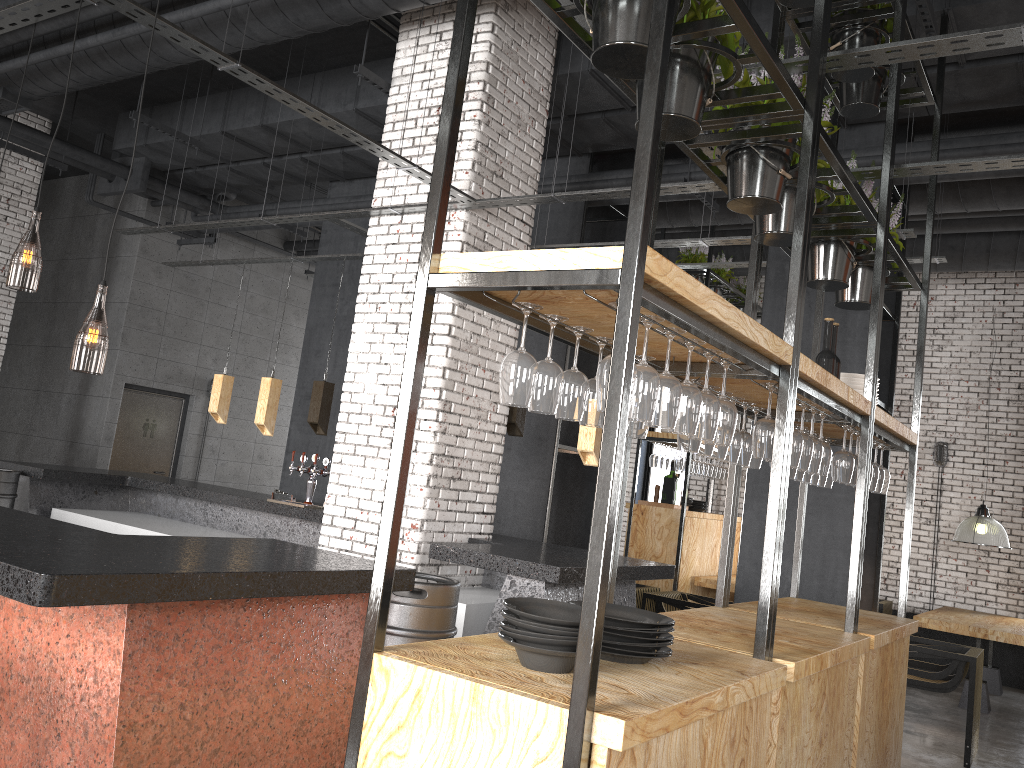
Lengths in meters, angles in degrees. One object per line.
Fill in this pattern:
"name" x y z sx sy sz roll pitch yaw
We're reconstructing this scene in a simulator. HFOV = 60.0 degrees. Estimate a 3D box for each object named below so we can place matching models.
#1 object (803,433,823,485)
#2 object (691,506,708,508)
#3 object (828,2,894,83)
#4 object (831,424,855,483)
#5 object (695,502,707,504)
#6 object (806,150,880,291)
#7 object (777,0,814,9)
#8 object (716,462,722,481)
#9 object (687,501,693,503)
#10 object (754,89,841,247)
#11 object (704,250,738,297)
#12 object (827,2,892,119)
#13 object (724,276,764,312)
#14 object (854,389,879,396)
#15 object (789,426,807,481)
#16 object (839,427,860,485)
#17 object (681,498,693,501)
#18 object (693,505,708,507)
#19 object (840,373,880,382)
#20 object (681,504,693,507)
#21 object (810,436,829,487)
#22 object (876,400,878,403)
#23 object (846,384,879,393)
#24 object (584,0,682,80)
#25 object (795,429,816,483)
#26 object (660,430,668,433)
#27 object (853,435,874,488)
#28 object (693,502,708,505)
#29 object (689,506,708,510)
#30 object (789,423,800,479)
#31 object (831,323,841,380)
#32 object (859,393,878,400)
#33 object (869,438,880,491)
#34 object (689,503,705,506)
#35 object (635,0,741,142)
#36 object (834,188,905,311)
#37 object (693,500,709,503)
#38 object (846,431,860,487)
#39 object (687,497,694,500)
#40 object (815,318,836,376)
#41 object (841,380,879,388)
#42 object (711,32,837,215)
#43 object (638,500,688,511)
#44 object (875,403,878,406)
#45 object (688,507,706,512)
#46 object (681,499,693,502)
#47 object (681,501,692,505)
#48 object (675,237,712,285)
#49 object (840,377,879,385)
"object" 1.595 0.397 4.708 0.101 0.268 0.100 8 -7 -3
"object" 2.081 1.409 10.120 0.306 0.044 0.305 3 -8 35
"object" 1.811 -1.885 4.640 0.416 0.560 0.466 7 -7 7
"object" 1.529 0.319 4.088 0.101 0.268 0.101 10 -8 -19
"object" 2.086 1.360 10.127 0.305 0.049 0.305 11 -7 -31
"object" 1.636 -0.778 4.557 0.416 0.560 0.466 1 -9 42
"object" 1.332 -2.019 4.012 0.467 0.560 0.415 4 -8 28
"object" 2.618 1.087 11.177 0.101 0.268 0.101 11 -8 -25
"object" 1.877 1.330 9.845 0.256 0.075 0.256 11 -7 -30
"object" 1.200 -0.906 3.917 0.416 0.560 0.466 7 -7 2
"object" 2.355 -1.177 10.400 0.467 0.560 0.415 8 -7 -8
"object" 1.997 -1.816 5.043 0.415 0.560 0.467 12 -8 -31
"object" 2.910 -1.016 11.194 0.467 0.560 0.415 1 -10 44
"object" 1.810 0.057 4.815 0.335 0.043 0.333 6 -7 17
"object" 1.435 0.349 4.466 0.101 0.268 0.100 8 -7 -3
"object" 1.598 0.340 4.193 0.101 0.268 0.101 10 -8 -19
"object" 1.880 1.308 9.848 0.257 0.072 0.256 3 -8 33
"object" 2.081 1.400 10.120 0.305 0.046 0.305 8 -6 -8
"object" 1.819 -0.019 4.826 0.335 0.039 0.334 7 -6 8
"object" 1.874 1.361 9.840 0.257 0.067 0.256 2 -8 41
"object" 1.675 0.421 4.829 0.101 0.268 0.100 8 -7 -3
"object" 1.805 0.092 4.811 0.334 0.040 0.334 12 -8 -34
"object" 1.811 0.038 4.818 0.334 0.041 0.334 7 -6 3
"object" 0.366 -1.173 2.507 0.467 0.560 0.415 10 -7 -16
"object" 1.515 0.373 4.587 0.101 0.268 0.100 8 -7 -3
"object" 1.777 0.542 9.641 0.334 0.033 0.334 10 -7 -18
"object" 1.753 0.387 4.428 0.101 0.268 0.100 8 -7 -3
"object" 2.086 1.371 10.125 0.306 0.037 0.305 3 -8 35
"object" 2.080 1.424 10.118 0.305 0.041 0.306 13 -8 -38
"object" 1.360 0.326 4.352 0.101 0.268 0.101 10 -8 -19
"object" 1.632 -0.080 4.541 0.098 0.472 0.098 8 -7 -4
"object" 1.807 0.077 4.813 0.335 0.039 0.334 2 -8 41
"object" 1.832 0.411 4.549 0.101 0.268 0.100 8 -7 -3
"object" 2.085 1.386 10.123 0.305 0.042 0.305 9 -6 -9
"object" 0.537 -1.105 2.915 0.416 0.560 0.466 6 -7 11
"object" 1.926 -0.701 4.902 0.416 0.560 0.466 4 -8 28
"object" 2.089 1.346 10.130 0.306 0.040 0.305 6 -7 17
"object" 1.673 0.363 4.307 0.101 0.268 0.100 8 -7 -3
"object" 1.885 1.283 9.851 0.257 0.076 0.256 10 -7 -19
"object" 1.574 -0.097 4.452 0.098 0.472 0.098 8 -7 -4
"object" 1.814 0.019 4.821 0.334 0.044 0.334 7 -6 5
"object" 0.989 -0.976 3.543 0.467 0.560 0.416 10 -7 -17
"object" 1.632 1.311 9.569 0.411 0.050 0.410 4 -7 33
"object" 1.802 0.111 4.809 0.334 0.039 0.334 8 -6 0
"object" 2.078 1.434 10.117 0.305 0.035 0.305 10 -7 -18
"object" 1.881 1.313 9.847 0.257 0.072 0.256 7 -6 6
"object" 1.876 1.337 9.843 0.257 0.076 0.256 3 -8 34
"object" 2.043 -1.264 9.990 0.416 0.560 0.466 7 -7 8
"object" 1.817 0.000 4.823 0.335 0.039 0.334 7 -6 9
